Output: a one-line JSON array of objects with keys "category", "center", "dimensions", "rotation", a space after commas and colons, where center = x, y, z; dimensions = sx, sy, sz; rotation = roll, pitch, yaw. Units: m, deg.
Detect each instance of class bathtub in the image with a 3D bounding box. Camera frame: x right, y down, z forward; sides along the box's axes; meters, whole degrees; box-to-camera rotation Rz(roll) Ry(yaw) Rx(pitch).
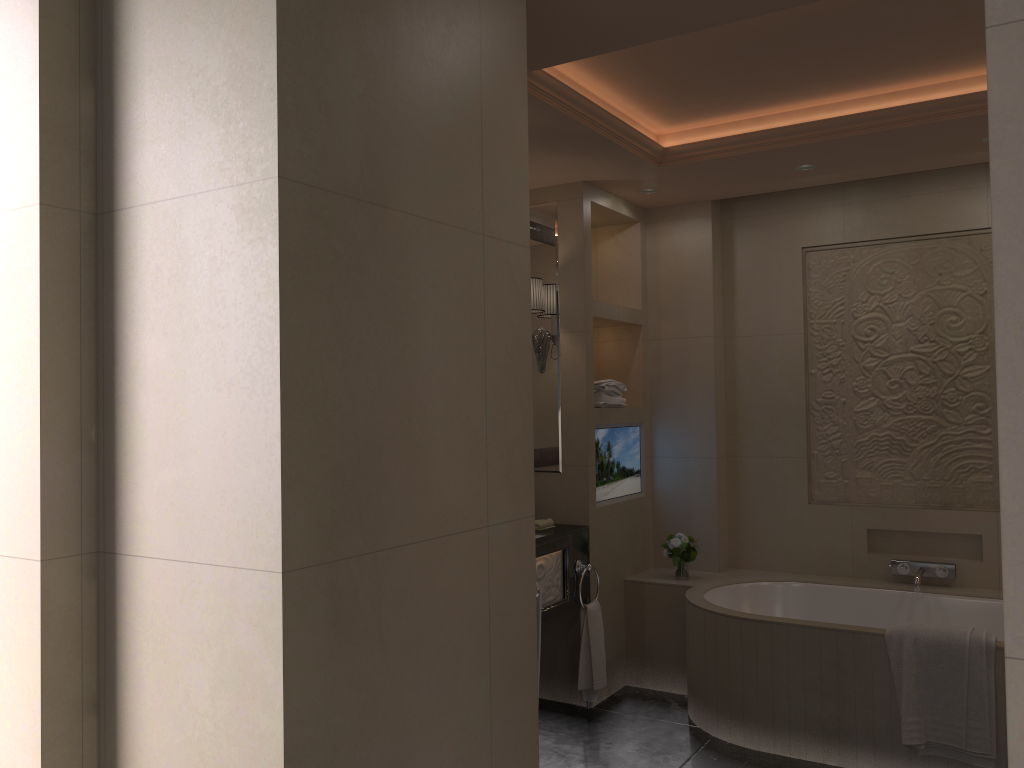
[{"category": "bathtub", "center": [1.708, 1.226, 3.807], "dimensions": [2.662, 0.540, 1.060], "rotation": [-2, -2, 32]}]

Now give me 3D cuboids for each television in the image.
[{"category": "television", "center": [0.536, 0.401, 4.542], "dimensions": [0.025, 0.360, 0.564], "rotation": [-2, -2, 32]}]

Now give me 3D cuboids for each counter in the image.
[{"category": "counter", "center": [-0.163, 1.096, 3.728], "dimensions": [0.543, 0.858, 1.330], "rotation": [-2, -2, 32]}]

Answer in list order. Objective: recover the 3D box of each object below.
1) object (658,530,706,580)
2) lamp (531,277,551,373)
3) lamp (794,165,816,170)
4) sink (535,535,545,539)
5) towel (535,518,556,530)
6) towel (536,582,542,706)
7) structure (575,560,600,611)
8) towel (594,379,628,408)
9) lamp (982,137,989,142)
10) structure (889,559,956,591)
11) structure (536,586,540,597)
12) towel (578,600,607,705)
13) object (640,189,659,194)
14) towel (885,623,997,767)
[{"category": "object", "center": [0.858, 0.862, 4.515], "dimensions": [0.229, 0.252, 0.197], "rotation": [-1, -2, -17]}, {"category": "lamp", "center": [0.084, -0.276, 4.245], "dimensions": [0.174, 0.444, 0.223], "rotation": [-2, -2, 32]}, {"category": "lamp", "center": [1.344, -1.026, 4.066], "dimensions": [0.097, 0.069, 0.097], "rotation": [0, -2, -42]}, {"category": "sink", "center": [-0.148, 0.746, 3.725], "dimensions": [0.349, 0.135, 0.760], "rotation": [-2, -2, 32]}, {"category": "towel", "center": [0.126, 0.653, 4.134], "dimensions": [0.096, 0.039, 0.149], "rotation": [-2, -2, 33]}, {"category": "towel", "center": [0.002, 0.845, 2.489], "dimensions": [0.154, 0.629, 0.313], "rotation": [-1, -1, -2]}, {"category": "structure", "center": [0.335, 0.918, 4.051], "dimensions": [0.074, 0.226, 0.203], "rotation": [-2, -2, 32]}, {"category": "towel", "center": [1.697, -0.276, 3.840], "dimensions": [3.195, 0.726, 0.517], "rotation": [-2, -2, 32]}, {"category": "lamp", "center": [1.997, -1.047, 3.665], "dimensions": [0.097, 0.069, 0.097], "rotation": [-2, -2, 28]}, {"category": "structure", "center": [1.909, 0.900, 4.161], "dimensions": [0.290, 0.097, 0.259], "rotation": [-2, -2, 32]}, {"category": "structure", "center": [-0.003, 0.553, 2.510], "dimensions": [0.074, 0.061, 0.415], "rotation": [-1, -2, -13]}, {"category": "towel", "center": [0.366, 1.218, 4.031], "dimensions": [0.116, 0.455, 0.173], "rotation": [-1, -2, 13]}, {"category": "object", "center": [0.690, -1.005, 4.466], "dimensions": [0.097, 0.069, 0.097], "rotation": [0, -2, -42]}, {"category": "towel", "center": [1.616, 1.134, 3.324], "dimensions": [0.374, 0.463, 0.453], "rotation": [-2, -2, 34]}]
